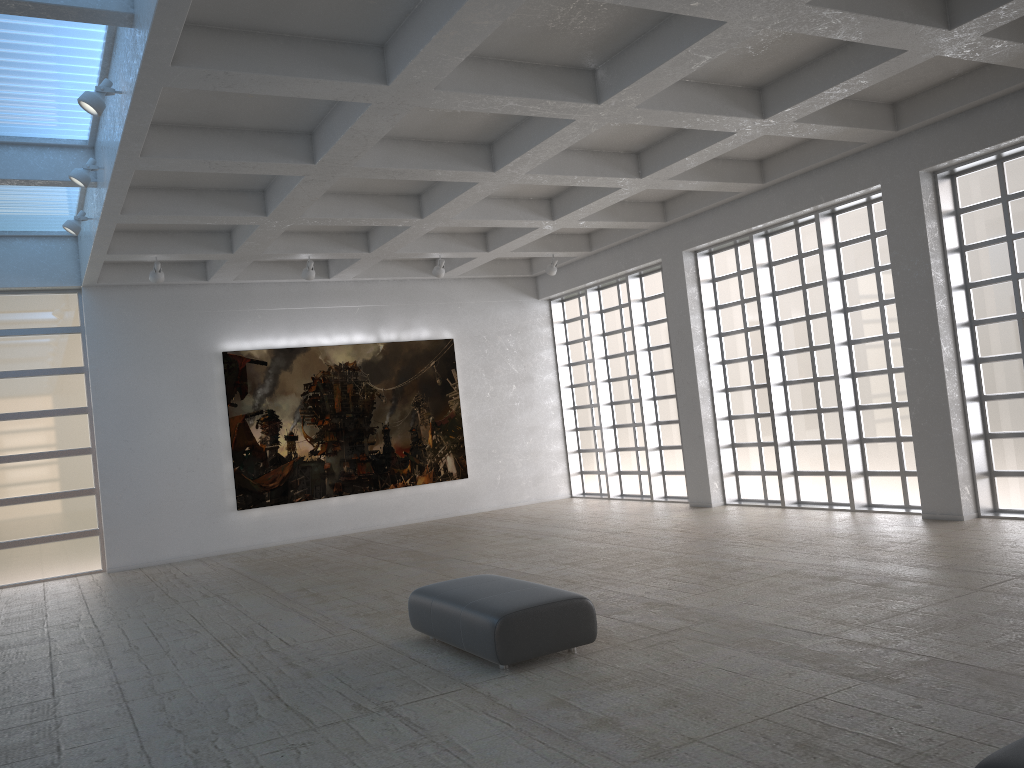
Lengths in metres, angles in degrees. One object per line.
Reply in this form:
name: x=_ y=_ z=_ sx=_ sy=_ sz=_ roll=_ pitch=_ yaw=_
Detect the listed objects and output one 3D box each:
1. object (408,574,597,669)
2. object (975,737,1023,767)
object: x=-0.235 y=3.402 z=13.013 sx=1.616 sy=0.828 sz=3.044 roll=-5 pitch=-3 yaw=-29
object: x=4.272 y=2.582 z=4.668 sx=1.616 sy=0.828 sz=3.044 roll=-5 pitch=-3 yaw=-29
